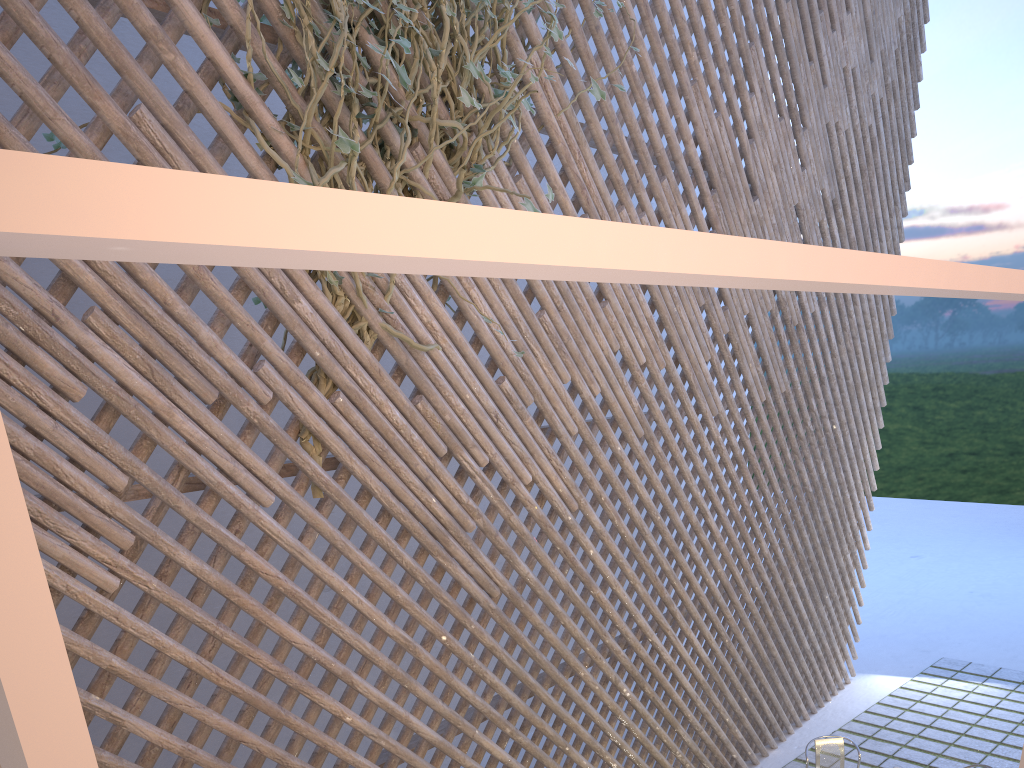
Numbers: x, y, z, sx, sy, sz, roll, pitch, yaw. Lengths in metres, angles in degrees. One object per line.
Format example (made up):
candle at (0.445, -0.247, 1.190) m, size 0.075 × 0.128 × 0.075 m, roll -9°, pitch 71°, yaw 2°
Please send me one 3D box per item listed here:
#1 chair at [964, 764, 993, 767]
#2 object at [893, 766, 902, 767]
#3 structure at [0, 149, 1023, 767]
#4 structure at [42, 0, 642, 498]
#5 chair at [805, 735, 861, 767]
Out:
chair at (1.732, 1.669, 3.199) m, size 0.249 × 0.414 × 0.235 m, roll -3°, pitch 15°, yaw 1°
object at (1.465, 1.493, 3.133) m, size 0.032 × 0.084 × 0.028 m, roll -3°, pitch 18°, yaw 1°
structure at (0.153, 0.255, 0.364) m, size 1.628 × 0.611 × 0.026 m, roll -6°, pitch 17°, yaw -41°
structure at (-0.091, -1.185, 1.811) m, size 0.713 × 2.970 × 2.210 m, roll 12°, pitch 20°, yaw 38°
chair at (1.356, 1.688, 3.451) m, size 0.262 × 0.414 × 0.223 m, roll -4°, pitch 15°, yaw -4°
